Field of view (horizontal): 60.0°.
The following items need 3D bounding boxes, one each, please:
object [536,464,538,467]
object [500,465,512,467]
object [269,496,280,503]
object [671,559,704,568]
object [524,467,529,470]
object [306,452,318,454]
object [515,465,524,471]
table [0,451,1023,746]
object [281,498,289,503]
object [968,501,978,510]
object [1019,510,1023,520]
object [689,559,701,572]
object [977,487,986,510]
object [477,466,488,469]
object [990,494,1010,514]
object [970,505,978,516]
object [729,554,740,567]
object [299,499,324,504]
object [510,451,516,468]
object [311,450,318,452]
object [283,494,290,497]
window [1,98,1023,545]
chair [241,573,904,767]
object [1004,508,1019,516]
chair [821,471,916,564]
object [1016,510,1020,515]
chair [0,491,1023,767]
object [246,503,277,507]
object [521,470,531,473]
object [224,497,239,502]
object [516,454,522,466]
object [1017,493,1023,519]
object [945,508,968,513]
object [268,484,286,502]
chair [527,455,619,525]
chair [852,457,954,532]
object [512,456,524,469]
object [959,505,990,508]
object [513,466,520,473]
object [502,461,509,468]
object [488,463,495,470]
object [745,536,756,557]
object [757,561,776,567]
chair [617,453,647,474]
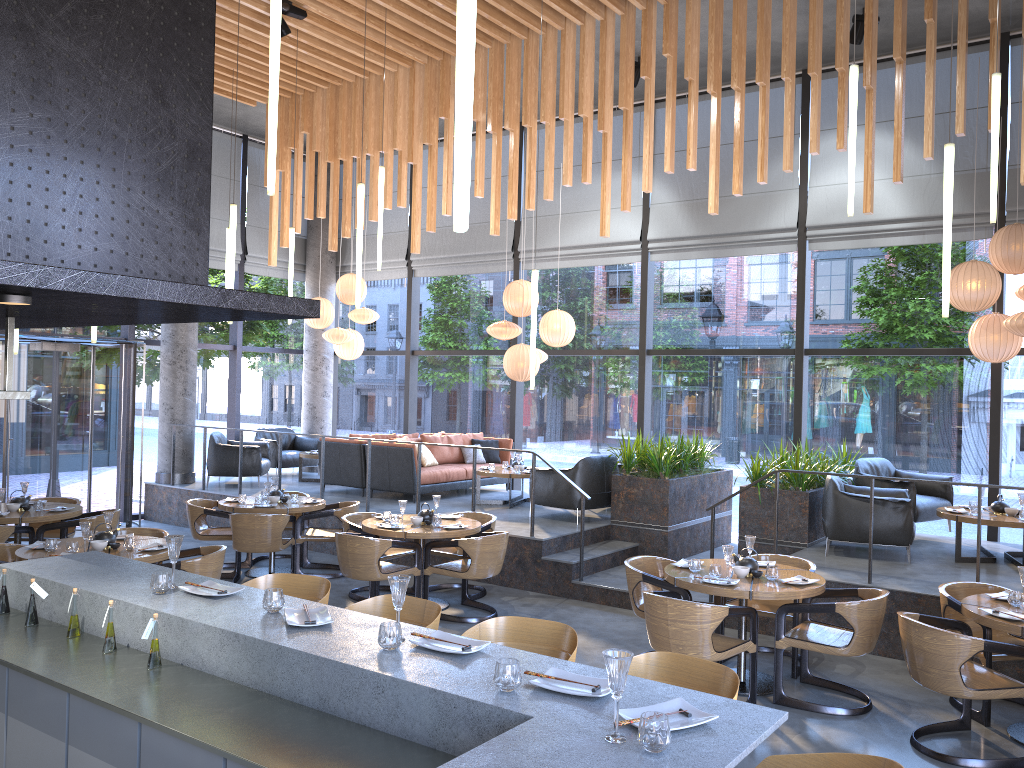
[{"bbox_3d":[0.298,1.067,11.358,0.086,0.086,0.086,1,0,39],"label":"object"},{"bbox_3d":[-0.014,1.092,11.781,0.294,0.025,0.170,2,0,-19],"label":"object"},{"bbox_3d":[-2.480,1.209,9.257,0.116,0.065,0.116,1,0,3],"label":"object"},{"bbox_3d":[1.265,1.314,6.445,0.170,0.025,0.294,1,0,32],"label":"object"},{"bbox_3d":[0.191,1.087,11.360,0.080,0.042,0.080,1,0,20],"label":"object"},{"bbox_3d":[-2.930,1.022,13.109,0.170,0.025,0.294,2,0,-30],"label":"object"},{"bbox_3d":[0.100,1.073,11.298,0.116,0.065,0.116,2,0,-25],"label":"object"},{"bbox_3d":[-0.466,1.559,8.263,10.659,0.968,6.876,1,0,36],"label":"table"},{"bbox_3d":[-2.390,1.223,9.319,0.080,0.042,0.080,1,0,20],"label":"object"},{"bbox_3d":[4.393,1.160,8.442,0.086,0.086,0.086,2,0,-17],"label":"object"},{"bbox_3d":[4.541,1.161,7.857,0.086,0.086,0.086,1,0,39],"label":"object"},{"bbox_3d":[1.293,1.283,6.259,0.086,0.086,0.086,2,0,-30],"label":"object"},{"bbox_3d":[4.492,1.092,8.485,0.082,0.227,0.082,1,0,17],"label":"object"},{"bbox_3d":[-0.338,1.082,11.415,0.170,0.025,0.294,1,0,16],"label":"object"},{"bbox_3d":[4.559,1.117,8.281,0.163,0.179,0.168,1,0,1],"label":"object"},{"bbox_3d":[4.224,1.154,8.081,0.086,0.086,0.086,1,0,39],"label":"object"},{"bbox_3d":[1.630,1.293,6.487,0.086,0.086,0.086,1,0,17],"label":"object"},{"bbox_3d":[-2.123,1.239,9.337,0.170,0.025,0.294,1,0,16],"label":"object"},{"bbox_3d":[0.011,0.990,11.649,0.082,0.227,0.082,1,0,17],"label":"object"},{"bbox_3d":[-2.963,1.023,13.597,0.170,0.025,0.294,1,0,26],"label":"object"},{"bbox_3d":[-2.595,1.228,9.740,0.294,0.025,0.170,2,0,-19],"label":"object"},{"bbox_3d":[-1.897,-0.951,6.619,12.739,5.897,12.900,1,0,35],"label":"window"},{"bbox_3d":[-0.565,1.486,1.607,2.787,1.047,5.395,1,0,12],"label":"chair"},{"bbox_3d":[4.582,1.175,8.134,0.116,0.065,0.116,2,0,-25],"label":"object"},{"bbox_3d":[3.377,1.233,8.413,0.833,0.743,1.030,1,0,21],"label":"chair"},{"bbox_3d":[4.672,1.189,8.196,0.080,0.042,0.080,2,0,-2],"label":"object"},{"bbox_3d":[-0.803,1.647,6.596,9.749,0.759,4.352,1,0,37],"label":"chair"},{"bbox_3d":[-2.530,1.226,8.955,0.294,0.025,0.170,2,0,-7],"label":"object"},{"bbox_3d":[0.211,1.094,11.027,0.170,0.025,0.294,1,0,16],"label":"object"},{"bbox_3d":[-2.926,1.218,9.303,0.170,0.025,0.294,2,0,-7],"label":"object"},{"bbox_3d":[0.085,0.989,11.104,0.082,0.227,0.082,2,0,-12],"label":"object"},{"bbox_3d":[4.566,1.092,7.940,0.082,0.227,0.082,2,0,-12],"label":"object"},{"bbox_3d":[4.143,1.184,8.251,0.170,0.025,0.294,1,0,16],"label":"object"},{"bbox_3d":[-2.503,1.152,9.404,0.163,0.179,0.168,1,0,1],"label":"object"},{"bbox_3d":[0.758,1.173,10.255,0.833,0.743,1.030,1,0,42],"label":"chair"},{"bbox_3d":[4.102,1.179,9.403,1.030,0.743,0.833,2,0,-40],"label":"chair"},{"bbox_3d":[0.078,1.015,11.445,0.163,0.179,0.168,1,0,1],"label":"object"},{"bbox_3d":[4.467,1.194,8.617,0.294,0.025,0.170,2,0,-19],"label":"object"},{"bbox_3d":[0.060,1.059,11.021,0.086,0.086,0.086,1,0,39],"label":"object"},{"bbox_3d":[-0.088,1.058,11.606,0.086,0.086,0.086,2,0,-17],"label":"object"},{"bbox_3d":[-0.257,1.052,11.245,0.086,0.086,0.086,1,0,39],"label":"object"},{"bbox_3d":[1.734,1.224,6.460,0.082,0.227,0.082,2,0,-34],"label":"object"},{"bbox_3d":[1.797,1.328,6.576,0.294,0.025,0.170,1,0,20],"label":"object"},{"bbox_3d":[1.437,1.195,11.224,0.833,0.743,1.030,1,0,21],"label":"chair"}]
